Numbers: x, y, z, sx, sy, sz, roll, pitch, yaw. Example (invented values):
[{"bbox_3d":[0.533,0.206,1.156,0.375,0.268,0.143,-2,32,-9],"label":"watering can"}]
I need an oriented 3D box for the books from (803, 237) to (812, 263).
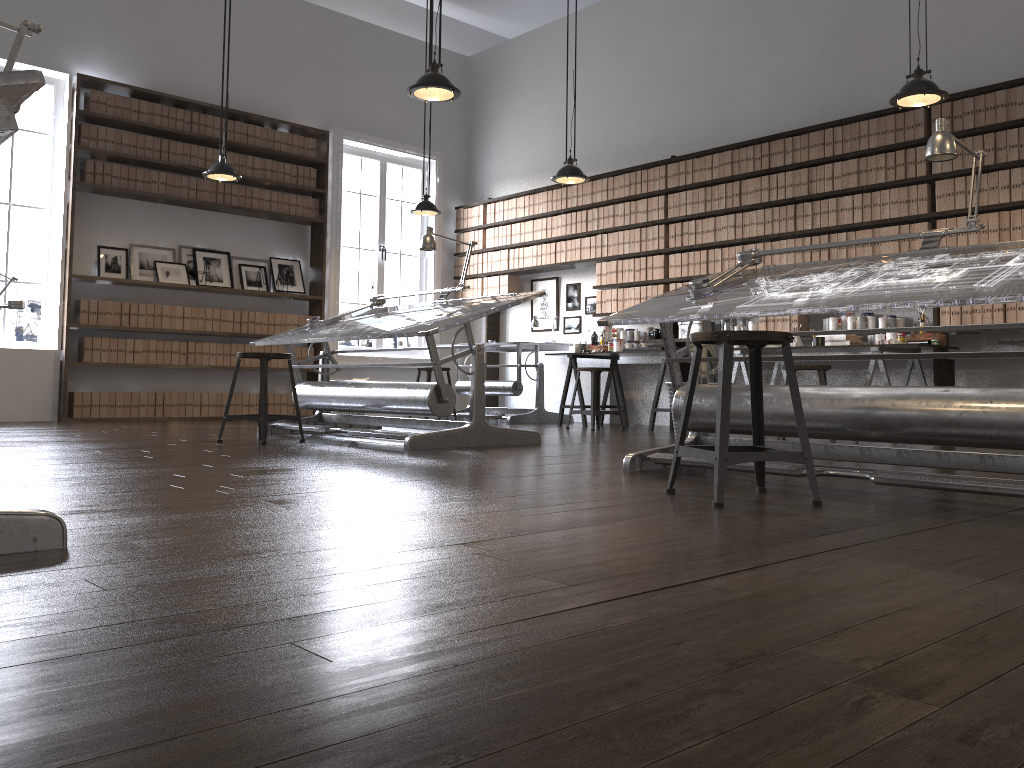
[{"bbox_3d":[2.388,-1.044,7.037,0.174,0.226,0.066,3,-4,-42],"label":"books"}]

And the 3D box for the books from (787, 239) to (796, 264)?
[{"bbox_3d":[2.294,-1.044,7.134,0.174,0.226,0.066,3,-4,-42],"label":"books"}]

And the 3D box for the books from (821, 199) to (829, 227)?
[{"bbox_3d":[2.495,-1.320,6.940,0.174,0.226,0.066,3,-4,-42],"label":"books"}]

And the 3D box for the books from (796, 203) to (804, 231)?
[{"bbox_3d":[2.353,-1.321,7.099,0.174,0.226,0.066,3,-4,-42],"label":"books"}]

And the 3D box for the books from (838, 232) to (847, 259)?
[{"bbox_3d":[2.584,-1.042,6.815,0.174,0.226,0.066,3,-4,-42],"label":"books"}]

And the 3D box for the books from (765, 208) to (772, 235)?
[{"bbox_3d":[2.162,-1.323,7.301,0.174,0.226,0.067,3,-4,-42],"label":"books"}]

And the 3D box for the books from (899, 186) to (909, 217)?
[{"bbox_3d":[2.904,-1.316,6.477,0.174,0.226,0.067,3,-4,-42],"label":"books"}]

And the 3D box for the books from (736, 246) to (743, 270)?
[{"bbox_3d":[1.970,-1.047,7.494,0.174,0.226,0.067,3,-4,-42],"label":"books"}]

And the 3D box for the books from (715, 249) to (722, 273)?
[{"bbox_3d":[1.831,-1.049,7.651,0.174,0.226,0.066,3,-4,-42],"label":"books"}]

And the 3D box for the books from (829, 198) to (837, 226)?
[{"bbox_3d":[2.536,-1.320,6.886,0.174,0.226,0.067,3,-4,-42],"label":"books"}]

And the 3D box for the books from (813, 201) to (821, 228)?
[{"bbox_3d":[2.448,-1.320,6.993,0.174,0.226,0.066,3,-4,-42],"label":"books"}]

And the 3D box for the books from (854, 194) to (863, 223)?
[{"bbox_3d":[2.672,-1.318,6.737,0.174,0.226,0.067,3,-4,-42],"label":"books"}]

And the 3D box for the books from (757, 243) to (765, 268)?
[{"bbox_3d":[2.106,-1.046,7.345,0.174,0.226,0.067,3,-4,-42],"label":"books"}]

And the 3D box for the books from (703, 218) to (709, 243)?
[{"bbox_3d":[1.749,-1.327,7.768,0.174,0.226,0.066,3,-4,-42],"label":"books"}]

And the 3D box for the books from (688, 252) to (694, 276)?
[{"bbox_3d":[1.642,-1.051,7.864,0.174,0.226,0.066,3,-4,-42],"label":"books"}]

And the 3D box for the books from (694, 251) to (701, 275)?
[{"bbox_3d":[1.688,-1.050,7.817,0.174,0.226,0.066,3,-4,-42],"label":"books"}]

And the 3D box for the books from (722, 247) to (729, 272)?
[{"bbox_3d":[1.882,-1.048,7.601,0.174,0.226,0.066,3,-4,-42],"label":"books"}]

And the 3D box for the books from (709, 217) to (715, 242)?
[{"bbox_3d":[1.790,-1.327,7.714,0.174,0.226,0.067,3,-4,-42],"label":"books"}]

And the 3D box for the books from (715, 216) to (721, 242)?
[{"bbox_3d":[1.838,-1.326,7.668,0.174,0.226,0.066,3,-4,-42],"label":"books"}]

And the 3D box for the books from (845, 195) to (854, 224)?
[{"bbox_3d":[2.625,-1.319,6.792,0.174,0.226,0.066,3,-4,-42],"label":"books"}]

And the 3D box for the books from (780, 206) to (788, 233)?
[{"bbox_3d":[2.254,-1.322,7.209,0.174,0.226,0.066,3,-4,-42],"label":"books"}]

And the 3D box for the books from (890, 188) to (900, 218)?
[{"bbox_3d":[2.860,-1.317,6.527,0.174,0.226,0.066,3,-4,-42],"label":"books"}]

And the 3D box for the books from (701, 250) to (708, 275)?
[{"bbox_3d":[1.733,-1.050,7.759,0.174,0.226,0.067,3,-4,-42],"label":"books"}]

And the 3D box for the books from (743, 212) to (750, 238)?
[{"bbox_3d":[2.024,-1.324,7.465,0.174,0.226,0.066,3,-4,-42],"label":"books"}]

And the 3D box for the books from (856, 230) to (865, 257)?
[{"bbox_3d":[2.682,-1.041,6.713,0.174,0.226,0.066,3,-4,-42],"label":"books"}]

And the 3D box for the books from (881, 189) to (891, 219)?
[{"bbox_3d":[2.814,-1.317,6.583,0.174,0.226,0.066,3,-4,-42],"label":"books"}]

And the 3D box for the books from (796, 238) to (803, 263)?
[{"bbox_3d":[2.342,-1.044,7.081,0.174,0.226,0.067,3,-4,-42],"label":"books"}]

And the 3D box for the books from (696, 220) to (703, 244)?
[{"bbox_3d":[1.702,-1.328,7.821,0.174,0.226,0.066,3,-4,-42],"label":"books"}]

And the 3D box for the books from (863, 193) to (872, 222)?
[{"bbox_3d":[2.722,-1.318,6.688,0.174,0.226,0.066,3,-4,-42],"label":"books"}]

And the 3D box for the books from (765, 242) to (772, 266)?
[{"bbox_3d":[2.156,-1.046,7.295,0.174,0.226,0.066,3,-4,-42],"label":"books"}]

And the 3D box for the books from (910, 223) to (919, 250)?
[{"bbox_3d":[2.953,-1.038,6.414,0.174,0.226,0.066,3,-4,-42],"label":"books"}]

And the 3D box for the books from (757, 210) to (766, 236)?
[{"bbox_3d":[2.114,-1.324,7.354,0.174,0.226,0.066,3,-4,-42],"label":"books"}]

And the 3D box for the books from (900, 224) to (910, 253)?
[{"bbox_3d":[2.905,-1.039,6.464,0.174,0.226,0.066,3,-4,-42],"label":"books"}]

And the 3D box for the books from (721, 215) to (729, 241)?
[{"bbox_3d":[1.879,-1.326,7.620,0.174,0.226,0.066,3,-4,-42],"label":"books"}]

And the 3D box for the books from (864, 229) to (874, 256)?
[{"bbox_3d":[2.723,-1.040,6.659,0.174,0.226,0.067,3,-4,-42],"label":"books"}]

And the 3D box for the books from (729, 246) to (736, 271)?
[{"bbox_3d":[1.929,-1.048,7.548,0.174,0.226,0.066,3,-4,-42],"label":"books"}]

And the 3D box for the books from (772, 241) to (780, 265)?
[{"bbox_3d":[2.204,-1.045,7.245,0.174,0.226,0.066,3,-4,-42],"label":"books"}]

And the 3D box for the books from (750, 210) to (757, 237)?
[{"bbox_3d":[2.068,-1.324,7.410,0.174,0.226,0.066,3,-4,-42],"label":"books"}]

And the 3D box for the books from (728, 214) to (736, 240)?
[{"bbox_3d":[1.926,-1.326,7.565,0.174,0.226,0.067,3,-4,-42],"label":"books"}]

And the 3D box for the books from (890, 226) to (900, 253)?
[{"bbox_3d":[2.855,-1.039,6.514,0.174,0.226,0.067,3,-4,-42],"label":"books"}]

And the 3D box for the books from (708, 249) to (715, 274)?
[{"bbox_3d":[1.787,-1.049,7.707,0.174,0.226,0.066,3,-4,-42],"label":"books"}]

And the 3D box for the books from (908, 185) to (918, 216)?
[{"bbox_3d":[2.950,-1.316,6.433,0.174,0.226,0.066,3,-4,-42],"label":"books"}]

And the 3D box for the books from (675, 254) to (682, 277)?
[{"bbox_3d":[1.548,-1.051,7.962,0.174,0.226,0.066,3,-4,-42],"label":"books"}]

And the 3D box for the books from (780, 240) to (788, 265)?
[{"bbox_3d":[2.248,-1.045,7.190,0.174,0.226,0.066,3,-4,-42],"label":"books"}]

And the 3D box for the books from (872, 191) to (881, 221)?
[{"bbox_3d":[2.770,-1.317,6.637,0.174,0.226,0.066,3,-4,-42],"label":"books"}]

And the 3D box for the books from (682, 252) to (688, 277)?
[{"bbox_3d":[1.596,-1.051,7.908,0.174,0.226,0.067,3,-4,-42],"label":"books"}]

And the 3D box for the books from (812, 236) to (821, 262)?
[{"bbox_3d":[2.441,-1.043,6.982,0.174,0.226,0.066,3,-4,-42],"label":"books"}]

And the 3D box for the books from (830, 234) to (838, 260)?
[{"bbox_3d":[2.540,-1.042,6.871,0.174,0.226,0.066,3,-4,-42],"label":"books"}]

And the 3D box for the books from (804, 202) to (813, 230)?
[{"bbox_3d":[2.398,-1.321,7.043,0.174,0.226,0.066,3,-4,-42],"label":"books"}]

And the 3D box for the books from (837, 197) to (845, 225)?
[{"bbox_3d":[2.584,-1.319,6.840,0.174,0.226,0.066,3,-4,-42],"label":"books"}]

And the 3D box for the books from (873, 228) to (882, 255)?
[{"bbox_3d":[2.771,-1.040,6.612,0.174,0.226,0.066,3,-4,-42],"label":"books"}]

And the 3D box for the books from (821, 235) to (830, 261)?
[{"bbox_3d":[2.486,-1.043,6.923,0.174,0.226,0.067,3,-4,-42],"label":"books"}]

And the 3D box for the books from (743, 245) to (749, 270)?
[{"bbox_3d":[2.018,-1.047,7.448,0.174,0.226,0.066,3,-4,-42],"label":"books"}]

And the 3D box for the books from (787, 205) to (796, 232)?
[{"bbox_3d":[2.299,-1.322,7.151,0.174,0.226,0.067,3,-4,-42],"label":"books"}]

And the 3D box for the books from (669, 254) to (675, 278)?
[{"bbox_3d":[1.502,-1.052,8.018,0.174,0.226,0.066,3,-4,-42],"label":"books"}]

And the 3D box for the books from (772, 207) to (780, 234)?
[{"bbox_3d":[2.208,-1.323,7.257,0.174,0.226,0.066,3,-4,-42],"label":"books"}]

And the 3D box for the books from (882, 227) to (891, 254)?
[{"bbox_3d":[2.812,-1.039,6.565,0.174,0.226,0.066,3,-4,-42],"label":"books"}]

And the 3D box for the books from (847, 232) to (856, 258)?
[{"bbox_3d":[2.635,-1.041,6.766,0.174,0.226,0.066,3,-4,-42],"label":"books"}]

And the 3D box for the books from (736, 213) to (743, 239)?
[{"bbox_3d":[1.976,-1.325,7.515,0.174,0.226,0.066,3,-4,-42],"label":"books"}]
